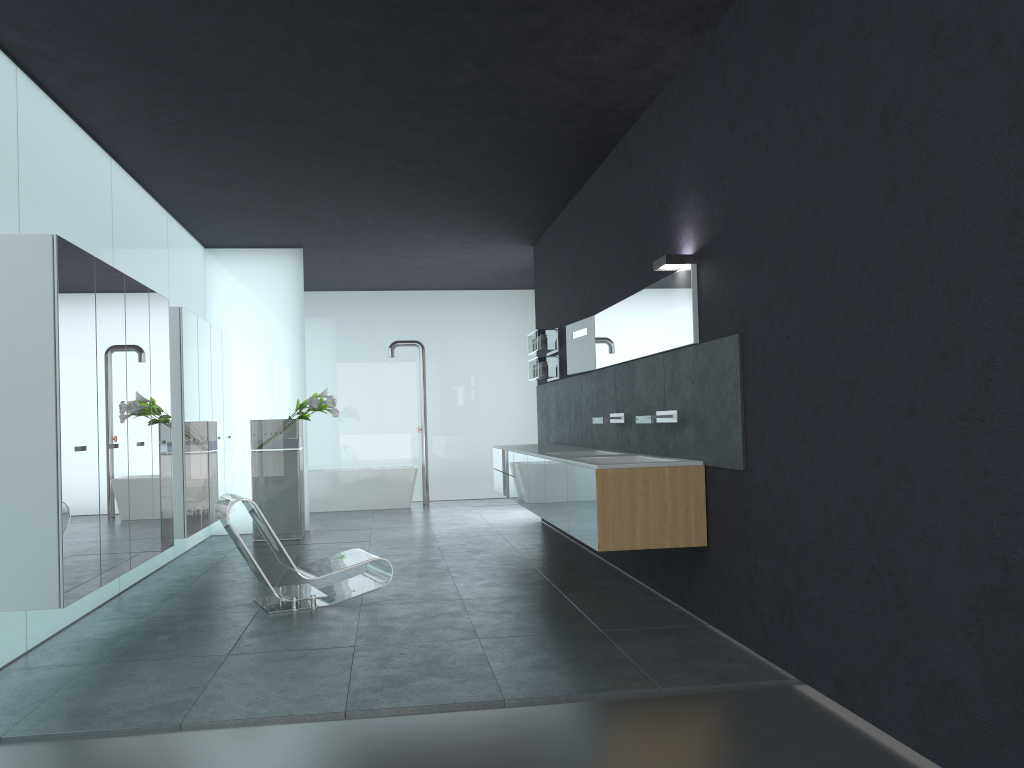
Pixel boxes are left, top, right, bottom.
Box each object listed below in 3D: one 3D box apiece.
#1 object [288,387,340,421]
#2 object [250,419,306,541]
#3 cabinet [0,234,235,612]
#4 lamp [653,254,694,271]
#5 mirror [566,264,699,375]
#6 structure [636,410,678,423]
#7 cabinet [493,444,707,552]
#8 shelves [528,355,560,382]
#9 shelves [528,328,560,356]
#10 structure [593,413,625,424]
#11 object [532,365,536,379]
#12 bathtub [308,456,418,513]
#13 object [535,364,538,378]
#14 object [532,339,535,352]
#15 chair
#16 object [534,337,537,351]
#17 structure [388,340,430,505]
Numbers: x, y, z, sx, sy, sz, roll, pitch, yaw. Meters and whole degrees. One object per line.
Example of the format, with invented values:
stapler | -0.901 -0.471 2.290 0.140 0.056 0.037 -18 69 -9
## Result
object | -2.680 0.413 11.122 1.024 0.779 0.975 -1 -2 -16
object | -2.953 1.195 11.217 0.585 1.490 0.575 -1 -1 -8
cabinet | -3.289 0.358 8.186 0.398 2.214 6.008 -1 -2 -8
lamp | 1.106 -0.832 6.081 0.198 0.066 0.277 -1 -2 -8
mirror | 0.948 -0.450 7.741 0.109 0.532 3.725 -1 -2 -10
structure | 1.056 0.243 6.527 0.186 0.088 0.482 -1 -2 -8
cabinet | 0.518 0.921 8.533 0.734 0.556 5.587 -1 -2 -8
shelves | 0.394 -0.186 10.973 0.265 0.285 0.770 -1 -2 -8
shelves | 0.384 -0.513 10.980 0.265 0.285 0.770 -1 -2 -8
structure | 0.857 0.308 7.932 0.186 0.088 0.482 -1 -2 -8
object | 0.306 -0.149 11.244 0.096 0.184 0.068 -1 -1 -17
bathtub | -2.579 1.662 14.936 1.977 0.858 0.961 -1 -2 -8
object | 0.336 -0.159 11.031 0.096 0.184 0.068 -2 -1 1
object | 0.297 -0.476 11.250 0.096 0.184 0.068 -1 -1 -17
chair | -1.650 1.291 7.037 1.261 0.870 0.629 -1 -2 -27
object | 0.327 -0.486 11.038 0.096 0.184 0.068 -2 -1 1
structure | -1.756 0.691 15.075 0.642 2.870 0.123 -1 -1 -8
